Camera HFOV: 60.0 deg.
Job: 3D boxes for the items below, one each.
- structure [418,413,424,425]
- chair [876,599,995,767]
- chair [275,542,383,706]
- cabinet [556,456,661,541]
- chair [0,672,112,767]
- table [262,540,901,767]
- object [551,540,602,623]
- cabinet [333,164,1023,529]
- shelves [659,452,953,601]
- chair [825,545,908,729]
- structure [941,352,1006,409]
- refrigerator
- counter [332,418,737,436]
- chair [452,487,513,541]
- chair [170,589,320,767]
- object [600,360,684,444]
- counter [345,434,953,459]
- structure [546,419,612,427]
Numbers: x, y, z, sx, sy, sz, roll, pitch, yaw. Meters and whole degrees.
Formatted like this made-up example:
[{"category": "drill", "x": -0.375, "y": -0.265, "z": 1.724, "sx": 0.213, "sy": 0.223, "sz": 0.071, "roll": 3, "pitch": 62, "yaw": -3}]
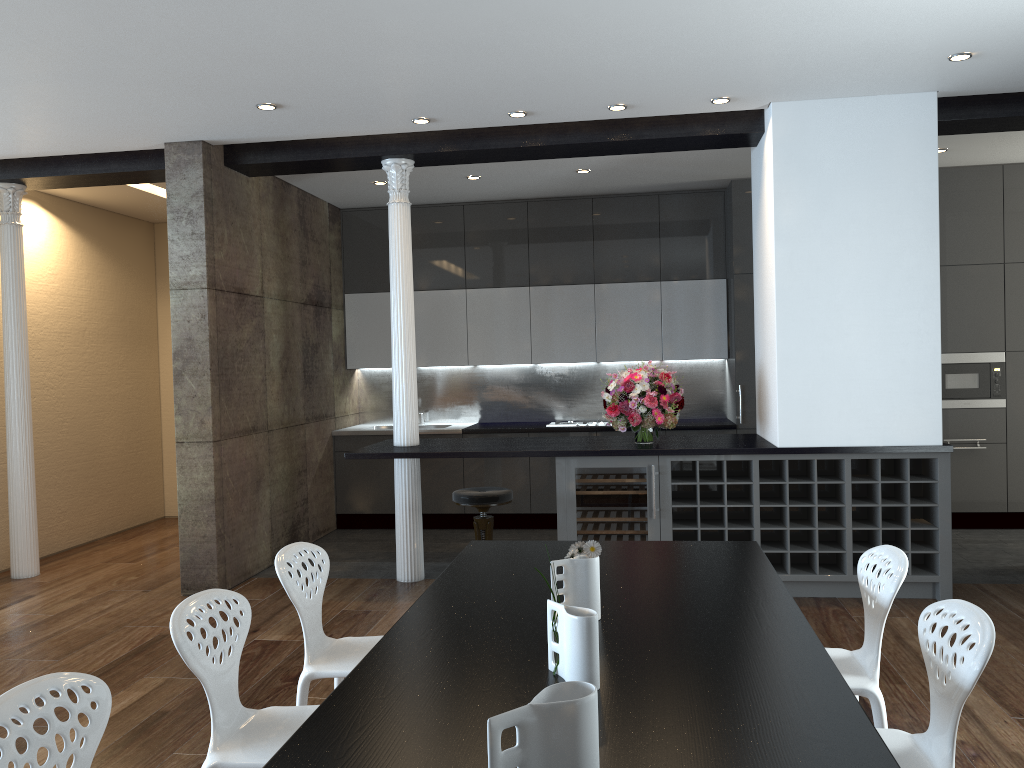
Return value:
[{"category": "structure", "x": -0.956, "y": 0.291, "z": 8.590, "sx": 0.183, "sy": 0.249, "sz": 0.224, "roll": -1, "pitch": 1, "yaw": 9}, {"category": "chair", "x": 0.932, "y": 0.998, "z": 2.330, "sx": 0.581, "sy": 0.835, "sz": 0.495, "roll": -1, "pitch": 1, "yaw": 8}, {"category": "chair", "x": -0.551, "y": 1.014, "z": 3.282, "sx": 0.581, "sy": 0.835, "sz": 0.495, "roll": -1, "pitch": 1, "yaw": 8}, {"category": "cabinet", "x": 0.667, "y": 0.880, "z": 5.983, "sx": 0.642, "sy": 0.897, "sz": 0.900, "roll": -1, "pitch": 1, "yaw": 8}, {"category": "chair", "x": -0.770, "y": 1.057, "z": 1.861, "sx": 0.581, "sy": 0.835, "sz": 0.495, "roll": -1, "pitch": 1, "yaw": 8}, {"category": "table", "x": 0.185, "y": 1.077, "z": 2.073, "sx": 1.200, "sy": 0.733, "sz": 3.400, "roll": -1, "pitch": 1, "yaw": 8}, {"category": "object", "x": 0.186, "y": 0.580, "z": 2.617, "sx": 0.161, "sy": 0.233, "sz": 0.076, "roll": -2, "pitch": 2, "yaw": -10}, {"category": "cabinet", "x": 2.060, "y": -0.257, "z": 7.910, "sx": 7.409, "sy": 2.980, "sz": 0.827, "roll": -1, "pitch": 1, "yaw": 8}, {"category": "shelves", "x": 1.826, "y": 0.852, "z": 5.815, "sx": 1.700, "sy": 0.897, "sz": 0.900, "roll": -1, "pitch": 1, "yaw": 8}, {"category": "chair", "x": 1.033, "y": 0.977, "z": 3.025, "sx": 0.581, "sy": 0.835, "sz": 0.495, "roll": -1, "pitch": 1, "yaw": 8}, {"category": "structure", "x": 3.778, "y": -0.035, "z": 7.550, "sx": 0.595, "sy": 0.452, "sz": 0.528, "roll": -1, "pitch": 1, "yaw": 8}, {"category": "refrigerator", "x": 0.632, "y": 0.833, "z": 5.550, "sx": 0.578, "sy": 0.774, "sz": 0.075, "roll": -1, "pitch": 2, "yaw": 12}, {"category": "counter", "x": 0.195, "y": 0.488, "z": 8.212, "sx": 3.597, "sy": 0.223, "sz": 0.807, "roll": -1, "pitch": 1, "yaw": 8}, {"category": "chair", "x": -1.407, "y": 1.256, "z": 2.446, "sx": 16.134, "sy": 0.952, "sz": 21.556, "roll": -1, "pitch": 1, "yaw": 8}, {"category": "chair", "x": -0.656, "y": 1.035, "z": 2.589, "sx": 0.581, "sy": 0.835, "sz": 0.495, "roll": -1, "pitch": 1, "yaw": 8}, {"category": "object", "x": 0.862, "y": 0.116, "z": 5.832, "sx": 0.544, "sy": 0.552, "sz": 0.570, "roll": -1, "pitch": 2, "yaw": 14}, {"category": "counter", "x": 0.823, "y": 0.408, "z": 5.947, "sx": 3.700, "sy": 0.040, "sz": 1.000, "roll": -1, "pitch": 1, "yaw": 8}, {"category": "structure", "x": 0.784, "y": 0.366, "z": 8.080, "sx": 0.900, "sy": 0.066, "sz": 0.520, "roll": -1, "pitch": 1, "yaw": 8}]
